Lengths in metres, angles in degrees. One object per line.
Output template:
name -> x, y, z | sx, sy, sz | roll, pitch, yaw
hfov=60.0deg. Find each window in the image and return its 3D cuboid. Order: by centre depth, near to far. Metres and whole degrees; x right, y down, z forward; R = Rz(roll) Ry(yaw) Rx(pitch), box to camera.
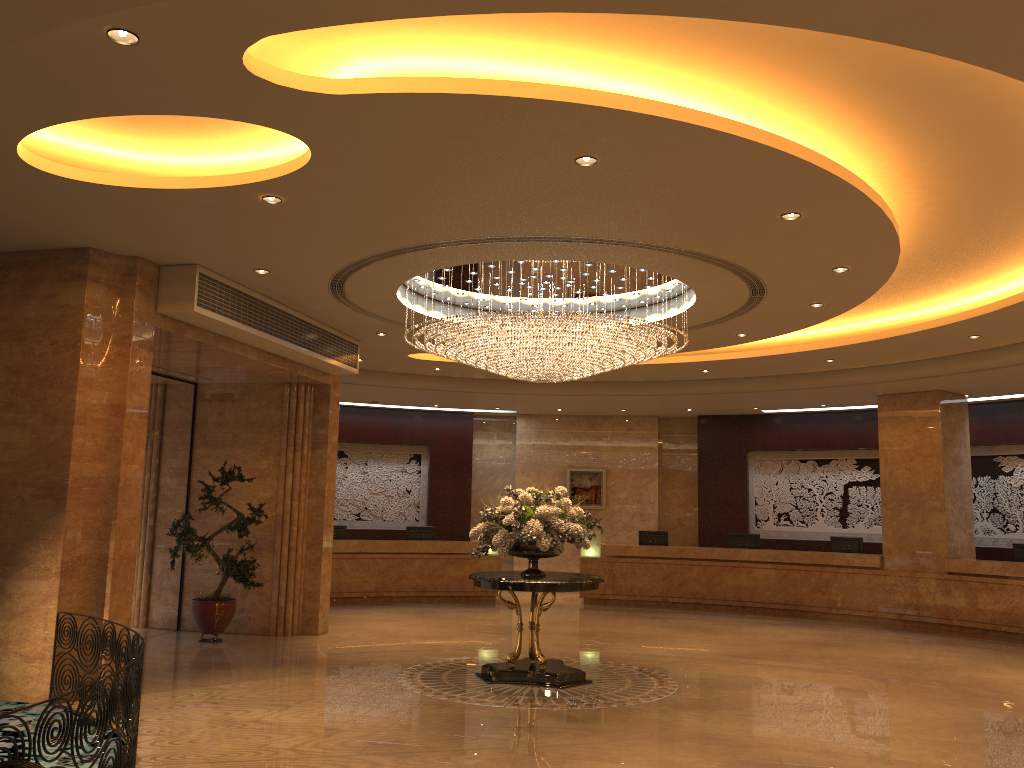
window -> -5.100, 1.507, 11.126 | 0.047, 3.571, 3.515 | -1, -8, 14

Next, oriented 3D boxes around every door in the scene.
door -> -5.108, 1.880, 11.074 | 0.195, 2.758, 1.880 | -1, -8, 14

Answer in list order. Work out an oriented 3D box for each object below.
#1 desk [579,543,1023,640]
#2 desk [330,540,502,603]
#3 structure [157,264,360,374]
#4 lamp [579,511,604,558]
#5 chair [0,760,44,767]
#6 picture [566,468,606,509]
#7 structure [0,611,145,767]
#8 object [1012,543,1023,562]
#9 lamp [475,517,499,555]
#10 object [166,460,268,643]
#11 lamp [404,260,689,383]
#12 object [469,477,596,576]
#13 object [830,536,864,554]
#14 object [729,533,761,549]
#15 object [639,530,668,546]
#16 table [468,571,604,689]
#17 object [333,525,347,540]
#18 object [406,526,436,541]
desk -> 6.413, 3.449, 14.581 | 3.466, 1.155, 12.951 | 8, -11, -41
desk -> -2.636, 3.660, 17.463 | 5.227, 1.155, 1.570 | 5, -9, -22
structure -> -2.897, -0.672, 10.909 | 0.425, 0.483, 4.113 | -1, -8, 14
lamp -> 1.589, 3.028, 17.942 | 0.577, 0.925, 0.542 | -1, -8, 16
chair -> -1.731, 1.674, 2.570 | 0.951, 0.916, 0.769 | 0, -8, 9
picture -> 1.662, 2.351, 19.921 | 0.875, 0.890, 0.068 | 1, -8, 5
structure -> -4.452, 1.923, 3.708 | 3.815, 0.995, 7.624 | -4, -10, 32
object -> 8.270, 2.792, 14.086 | 0.430, 0.500, 0.531 | 0, -8, 10
lamp -> -0.459, 2.979, 17.926 | 0.570, 0.923, 0.580 | 0, -8, 10
object -> -3.882, 2.200, 11.711 | 1.250, 2.363, 0.843 | 2, -8, -6
lamp -> 0.383, -0.613, 10.134 | 3.204, 1.196, 3.206 | 8, -10, -39
object -> 0.267, 1.615, 9.861 | 1.277, 0.999, 1.318 | -7, -11, 44
object -> 6.210, 3.081, 16.427 | 0.430, 0.500, 0.531 | 3, -8, -14
object -> 4.579, 3.189, 17.436 | 0.430, 0.500, 0.531 | 5, -9, -26
object -> 2.879, 3.241, 18.061 | 0.430, 0.500, 0.531 | 8, -10, -39
table -> 0.256, 2.642, 9.680 | 1.493, 1.089, 1.493 | 0, -8, 7
object -> -3.537, 3.011, 17.342 | 0.531, 0.500, 0.430 | 0, -8, 6
object -> -2.014, 3.130, 17.944 | 0.918, 0.500, 0.397 | 2, -8, -4
